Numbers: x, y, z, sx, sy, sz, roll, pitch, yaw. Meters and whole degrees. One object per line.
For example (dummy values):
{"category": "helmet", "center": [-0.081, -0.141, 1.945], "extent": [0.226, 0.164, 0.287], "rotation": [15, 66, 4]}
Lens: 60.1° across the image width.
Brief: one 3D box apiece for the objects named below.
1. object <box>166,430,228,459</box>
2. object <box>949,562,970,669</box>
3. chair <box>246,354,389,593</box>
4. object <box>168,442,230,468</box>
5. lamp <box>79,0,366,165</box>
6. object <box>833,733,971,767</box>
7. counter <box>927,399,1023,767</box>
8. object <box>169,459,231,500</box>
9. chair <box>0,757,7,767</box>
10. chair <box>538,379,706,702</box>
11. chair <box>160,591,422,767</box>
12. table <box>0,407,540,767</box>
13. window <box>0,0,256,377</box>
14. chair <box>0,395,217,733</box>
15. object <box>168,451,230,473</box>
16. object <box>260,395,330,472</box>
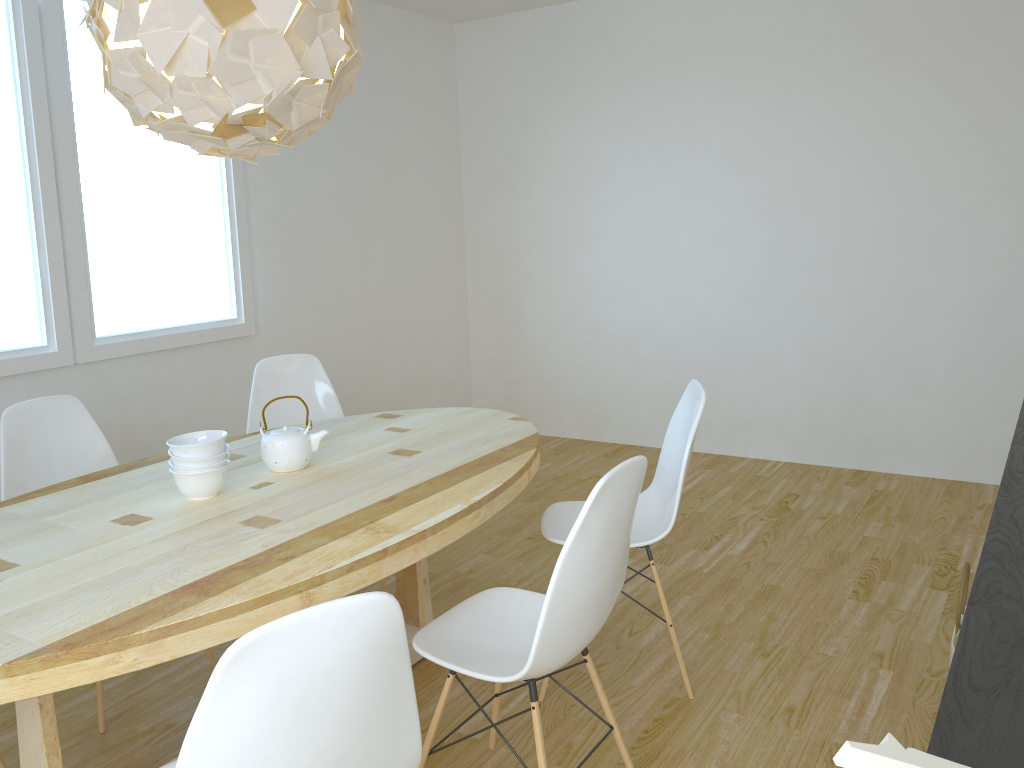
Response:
{"category": "object", "center": [-0.813, 0.178, 2.296], "extent": [0.152, 0.086, 0.153], "rotation": [-8, 11, -29]}
{"category": "object", "center": [0.727, 0.708, 2.343], "extent": [1.189, 0.498, 0.475], "rotation": [-1, 9, 10]}
{"category": "chair", "center": [-0.788, 0.359, 3.462], "extent": [0.431, 0.894, 0.526], "rotation": [-6, 9, -27]}
{"category": "object", "center": [-0.809, 0.206, 2.299], "extent": [0.152, 0.095, 0.151], "rotation": [-10, 12, -40]}
{"category": "lamp", "center": [-0.696, -1.103, 2.132], "extent": [0.647, 1.126, 0.643], "rotation": [2, 9, 32]}
{"category": "object", "center": [0.414, 0.269, 0.356], "extent": [0.431, 0.212, 0.380], "rotation": [-8, 11, -29]}
{"category": "counter", "center": [0.975, 0.224, 1.167], "extent": [0.601, 0.040, 2.419], "rotation": [4, 12, 32]}
{"category": "object", "center": [-0.810, 0.251, 2.310], "extent": [0.152, 0.082, 0.153], "rotation": [-5, 10, -18]}
{"category": "chair", "center": [-1.599, 0.644, 2.093], "extent": [0.523, 0.894, 0.433], "rotation": [-1, 8, 8]}
{"category": "chair", "center": [0.329, 0.445, 2.741], "extent": [0.523, 0.894, 0.433], "rotation": [-2, 8, 3]}
{"category": "chair", "center": [-0.402, 0.712, 1.450], "extent": [0.432, 0.894, 0.525], "rotation": [-8, 10, -37]}
{"category": "table", "center": [-0.666, 0.639, 2.385], "extent": [1.195, 0.719, 2.207], "rotation": [3, 12, 31]}
{"category": "window", "center": [-0.799, -0.546, 2.916], "extent": [2.552, 2.037, 1.894], "rotation": [3, 10, 32]}
{"category": "chair", "center": [-1.299, 0.504, 2.788], "extent": [0.524, 0.894, 0.433], "rotation": [3, 9, 32]}
{"category": "object", "center": [-0.810, 0.229, 2.304], "extent": [0.152, 0.092, 0.152], "rotation": [-5, 10, -18]}
{"category": "object", "center": [-0.636, 0.139, 2.530], "extent": [0.177, 0.210, 0.148], "rotation": [3, 10, 32]}
